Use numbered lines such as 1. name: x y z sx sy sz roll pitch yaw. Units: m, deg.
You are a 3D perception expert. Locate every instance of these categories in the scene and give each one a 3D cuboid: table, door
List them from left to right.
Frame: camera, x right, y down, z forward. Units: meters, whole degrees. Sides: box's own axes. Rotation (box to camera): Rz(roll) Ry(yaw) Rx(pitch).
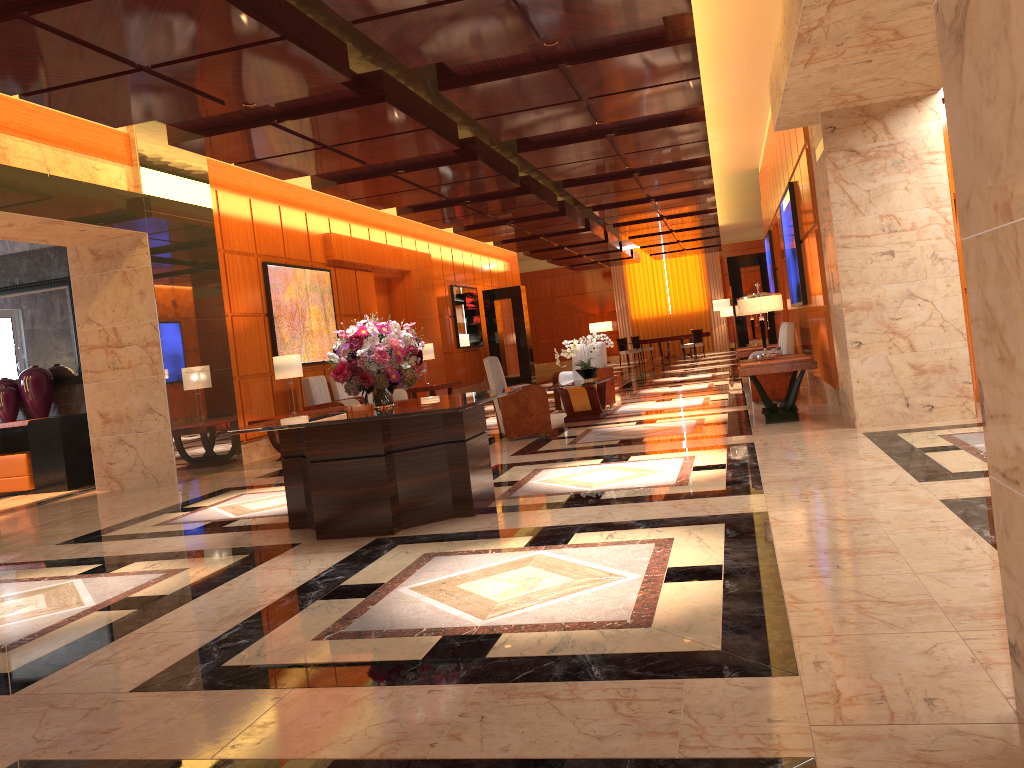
1. table: -2.612 0.635 11.034 0.724 0.534 1.170 -6 2 17
2. door: -2.322 -0.705 16.556 0.340 2.650 1.502 -7 1 14
3. table: -0.843 0.532 6.099 1.598 0.744 1.603 -6 2 14
4. table: -1.413 0.279 15.896 0.724 0.534 1.170 -6 2 17
5. table: 0.945 0.210 11.555 0.721 0.496 1.563 -6 2 17
6. table: 5.123 -1.135 27.711 2.109 0.741 0.783 -7 2 -15
7. table: 3.724 -0.251 13.157 0.725 0.606 1.272 -6 2 14
8. table: 2.713 0.049 9.060 0.725 0.606 1.272 -6 2 14
9. door: 4.759 -1.476 14.801 0.340 2.650 1.540 -7 1 14

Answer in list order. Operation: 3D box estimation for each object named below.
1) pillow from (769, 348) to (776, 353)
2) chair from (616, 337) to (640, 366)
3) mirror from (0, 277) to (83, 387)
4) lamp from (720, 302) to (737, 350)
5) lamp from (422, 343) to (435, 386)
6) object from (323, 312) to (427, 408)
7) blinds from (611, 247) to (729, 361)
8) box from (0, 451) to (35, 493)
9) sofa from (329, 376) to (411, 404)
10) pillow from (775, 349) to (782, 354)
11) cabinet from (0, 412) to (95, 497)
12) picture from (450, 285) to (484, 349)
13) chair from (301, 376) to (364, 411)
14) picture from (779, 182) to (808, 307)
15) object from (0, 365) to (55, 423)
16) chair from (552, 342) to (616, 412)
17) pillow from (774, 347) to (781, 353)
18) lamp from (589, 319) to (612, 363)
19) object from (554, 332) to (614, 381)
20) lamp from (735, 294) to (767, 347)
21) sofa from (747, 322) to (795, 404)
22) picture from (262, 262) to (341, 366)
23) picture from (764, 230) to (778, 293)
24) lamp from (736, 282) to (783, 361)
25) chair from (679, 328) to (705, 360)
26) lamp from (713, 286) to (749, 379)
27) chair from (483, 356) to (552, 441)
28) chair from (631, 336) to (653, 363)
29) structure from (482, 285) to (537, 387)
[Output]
1. pillow: 3.503 -0.374 11.913 0.195 0.227 0.345 -6 2 19
2. chair: 3.640 -1.028 27.912 0.586 0.894 0.575 -8 1 -38
3. mirror: -6.225 -0.584 11.224 1.765 1.338 0.029 -6 0 14
4. lamp: 7.752 -2.042 30.996 0.812 1.660 0.809 -7 1 -36
5. lamp: 1.292 -0.432 10.114 0.336 0.734 12.981 -7 2 -26
6. object: -0.924 -0.167 6.115 0.649 0.658 0.681 -7 1 5
7. blinds: 5.662 -3.058 32.130 3.848 4.064 0.149 -7 0 14
8. box: -6.153 1.071 10.733 1.131 0.427 0.490 -6 2 14
9. sofa: -2.175 0.253 13.804 0.612 0.932 1.802 -7 2 15
10. pillow: 3.286 -0.305 11.058 0.202 0.229 0.274 -6 2 17
11. cabinet: -6.137 0.899 10.873 2.188 0.868 0.785 -6 1 14
12. picture: -1.045 -1.584 20.943 0.056 1.451 2.000 -7 2 14
13. chair: -2.454 0.343 12.208 0.628 0.960 0.739 -7 1 13
14. picture: 3.594 -1.723 11.368 0.056 1.451 2.000 -7 2 14
15. object: -6.111 0.125 10.970 0.861 0.652 0.521 -6 1 13
16. chair: 1.055 -0.114 13.058 0.736 0.960 0.630 -6 1 33
17. pillow: 3.425 -0.355 11.484 0.160 0.253 0.358 -7 2 11
18. lamp: 3.277 -1.555 32.117 0.812 1.660 0.809 -7 1 -36
19. object: 0.961 -0.356 11.654 0.789 0.617 0.417 -7 1 -9
20. lamp: 3.589 -0.959 13.237 0.459 0.793 0.458 -7 1 -24
21. sofa: 3.358 -0.308 11.482 0.612 0.932 1.802 -7 2 15
22. picture: -3.023 -0.998 12.926 0.056 1.451 2.000 -7 2 14
23. picture: 4.997 -2.139 17.055 0.056 1.451 2.000 -7 2 14
24. lamp: 2.595 -0.656 9.205 0.458 0.810 0.459 -7 1 23
25. chair: 5.497 -1.201 26.768 0.586 0.894 0.575 -7 1 -33
26. lamp: 3.952 -0.931 15.953 0.526 1.660 0.360 -7 0 4
27. chair: 0.054 0.129 10.236 0.629 0.960 0.738 -7 1 -7
28. chair: 4.240 -1.149 29.015 0.575 0.894 0.586 -6 1 42
29. structure: -0.062 -1.137 22.024 0.984 2.497 0.501 -7 0 14
